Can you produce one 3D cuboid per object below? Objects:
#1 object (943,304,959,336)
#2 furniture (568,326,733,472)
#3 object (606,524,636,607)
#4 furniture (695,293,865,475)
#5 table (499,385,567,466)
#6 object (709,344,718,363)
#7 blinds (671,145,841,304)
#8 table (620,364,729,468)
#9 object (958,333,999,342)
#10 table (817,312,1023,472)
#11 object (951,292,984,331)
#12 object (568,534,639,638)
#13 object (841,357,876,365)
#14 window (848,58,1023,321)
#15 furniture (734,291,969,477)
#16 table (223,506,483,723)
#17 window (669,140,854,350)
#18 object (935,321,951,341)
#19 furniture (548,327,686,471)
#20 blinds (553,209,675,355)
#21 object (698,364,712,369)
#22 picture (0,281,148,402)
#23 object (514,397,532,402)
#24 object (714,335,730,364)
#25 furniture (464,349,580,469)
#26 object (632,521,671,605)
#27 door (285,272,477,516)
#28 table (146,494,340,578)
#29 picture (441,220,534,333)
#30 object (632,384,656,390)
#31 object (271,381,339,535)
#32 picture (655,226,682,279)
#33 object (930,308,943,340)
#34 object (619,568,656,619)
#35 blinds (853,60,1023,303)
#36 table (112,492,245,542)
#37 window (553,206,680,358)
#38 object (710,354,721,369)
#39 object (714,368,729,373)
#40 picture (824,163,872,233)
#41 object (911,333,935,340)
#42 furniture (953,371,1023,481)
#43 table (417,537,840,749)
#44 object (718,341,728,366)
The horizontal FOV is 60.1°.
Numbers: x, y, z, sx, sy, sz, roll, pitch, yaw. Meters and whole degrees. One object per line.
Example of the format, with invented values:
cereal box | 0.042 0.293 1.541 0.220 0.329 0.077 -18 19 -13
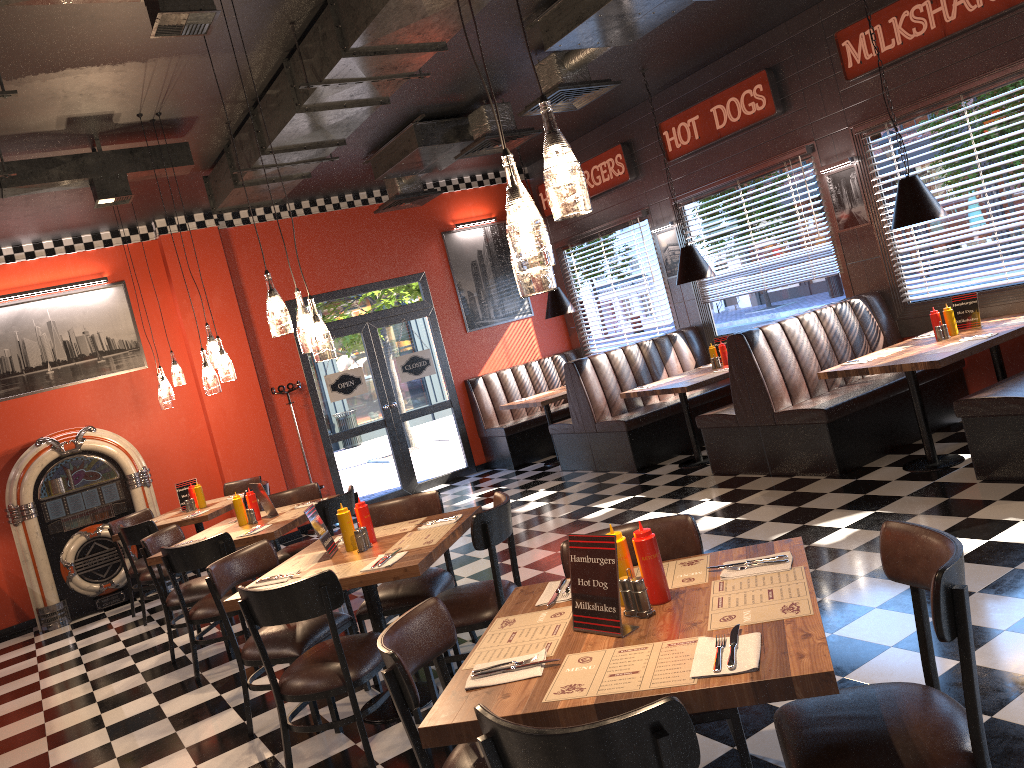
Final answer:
object | 3.169 -0.466 6.410 0.068 0.237 0.068 -15 1 -6
furniture | 1.594 0.095 9.130 1.718 1.153 0.703 -16 2 -30
object | 0.315 0.522 2.574 0.068 0.237 0.068 -15 1 -15
furniture | 2.417 -0.025 7.674 1.718 1.153 0.703 -16 2 -30
table | 0.880 0.391 10.468 1.700 0.773 0.953 -16 3 -30
object | 1.929 -0.276 8.466 0.067 0.237 0.068 -13 2 44
blinds | 2.361 -1.500 8.779 0.101 1.204 1.862 -15 3 -30
table | 2.053 0.220 8.392 1.700 0.773 0.953 -16 3 -30
object | 3.136 -0.317 6.000 0.158 0.019 0.254 -17 4 -31
table | 3.213 0.050 6.337 1.700 0.773 0.953 -16 3 -30
object | 3.351 -0.531 6.536 0.073 0.257 0.187 -16 2 -40
object | 0.225 0.545 2.416 0.073 0.257 0.187 -16 2 -40
object | 2.484 -0.167 6.304 0.158 0.019 0.254 -16 4 -29
window | 3.643 -1.461 6.767 0.128 1.712 2.019 -15 2 -30
furniture | 2.762 -0.076 7.063 1.718 1.153 0.703 -16 2 -30
table | -0.630 1.179 4.307 0.957 0.773 0.960 -14 3 15
window | 2.476 -1.291 8.834 0.128 1.712 2.019 -15 2 -30
object | 3.072 -0.382 6.333 0.094 0.136 0.047 -15 1 -5
furniture | 1.250 0.146 9.741 1.718 1.153 0.703 -16 2 -30
blinds | 1.244 -1.121 10.854 0.100 1.633 1.862 -15 2 -30
object | 1.966 -0.188 8.725 0.158 0.019 0.254 -17 4 -30
picture | -4.664 -0.402 8.817 1.779 0.939 0.023 -16 2 -30
object | 0.138 0.179 10.414 0.158 0.019 0.254 -17 4 -29
object | 2.071 -0.332 8.612 0.187 0.257 0.073 -13 2 30
furniture | 0.427 0.266 11.197 1.718 1.153 0.703 -16 2 -30
object | 0.392 0.504 2.526 0.067 0.237 0.068 -14 1 13
door | -1.505 0.077 10.538 1.809 2.570 0.128 -16 1 -30
table | -1.725 1.346 6.131 0.957 0.773 0.960 -14 3 15
picture | -0.301 -1.401 11.398 1.028 1.300 0.016 -16 1 -30
object | 1.247 0.026 8.301 0.158 0.019 0.254 -16 4 -24
object | -2.283 0.803 9.745 0.375 1.657 0.374 -15 1 -7
picture | 1.769 -1.451 9.831 0.012 0.536 0.349 -15 2 -30
object | 3.079 -0.443 6.420 0.068 0.237 0.068 -15 1 -6
object | 0.338 0.577 2.459 0.047 0.136 0.093 -16 2 -40
blinds | 3.571 -1.503 6.716 0.101 1.551 1.862 -15 3 -30
table | -2.738 1.498 7.872 0.957 0.773 0.960 -14 3 15
window | 1.308 -1.120 10.902 0.128 1.712 2.019 -15 2 -30
object | 1.921 -0.213 8.371 0.093 0.136 0.047 -13 2 30
object | 1.926 -0.132 8.021 0.158 0.019 0.254 -17 4 -34
picture | 2.937 -1.622 7.763 0.012 0.536 0.349 -15 2 -30
object | 3.173 -0.372 6.705 0.158 0.019 0.254 -17 4 -34
furniture | 3.585 -0.196 5.606 1.718 1.153 0.703 -16 2 -30
table | 0.439 1.021 2.443 0.954 0.773 0.964 -14 3 15
object | 2.018 -0.297 8.448 0.067 0.237 0.068 -13 2 44
